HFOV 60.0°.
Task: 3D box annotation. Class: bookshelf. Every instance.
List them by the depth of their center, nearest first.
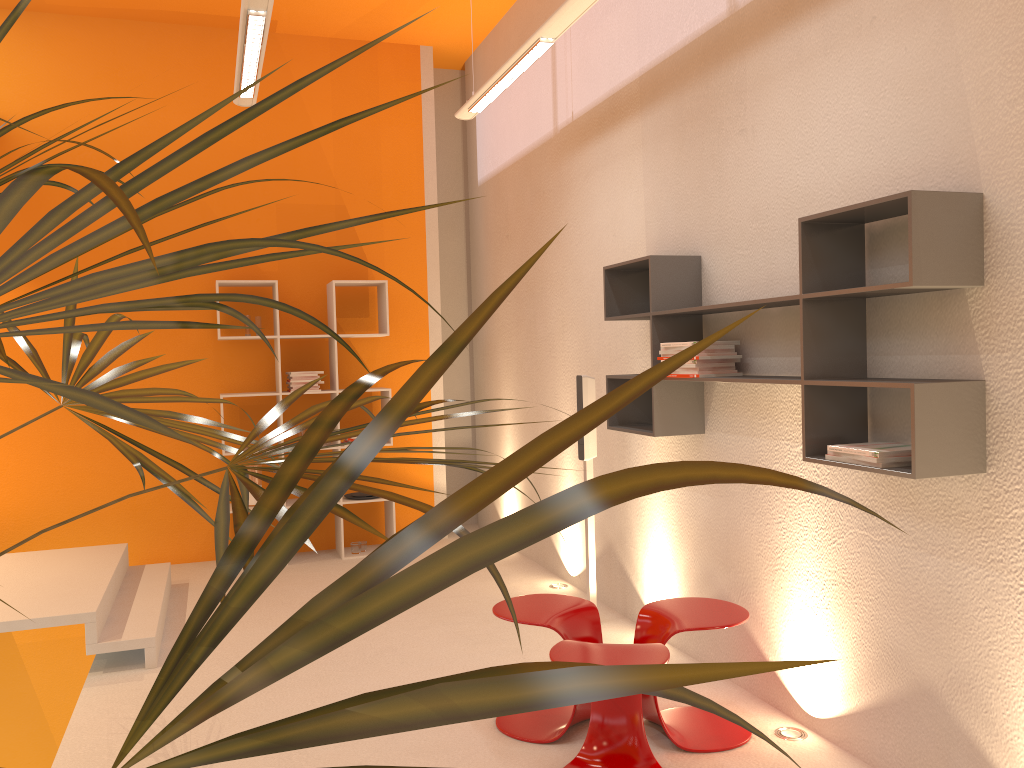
[{"bbox_3d":[1.109,0.534,2.775,0.322,2.145,3.370,-2,2,-17],"label":"bookshelf"},{"bbox_3d":[-0.372,1.553,5.876,3.516,4.600,1.107,-1,2,29],"label":"bookshelf"}]

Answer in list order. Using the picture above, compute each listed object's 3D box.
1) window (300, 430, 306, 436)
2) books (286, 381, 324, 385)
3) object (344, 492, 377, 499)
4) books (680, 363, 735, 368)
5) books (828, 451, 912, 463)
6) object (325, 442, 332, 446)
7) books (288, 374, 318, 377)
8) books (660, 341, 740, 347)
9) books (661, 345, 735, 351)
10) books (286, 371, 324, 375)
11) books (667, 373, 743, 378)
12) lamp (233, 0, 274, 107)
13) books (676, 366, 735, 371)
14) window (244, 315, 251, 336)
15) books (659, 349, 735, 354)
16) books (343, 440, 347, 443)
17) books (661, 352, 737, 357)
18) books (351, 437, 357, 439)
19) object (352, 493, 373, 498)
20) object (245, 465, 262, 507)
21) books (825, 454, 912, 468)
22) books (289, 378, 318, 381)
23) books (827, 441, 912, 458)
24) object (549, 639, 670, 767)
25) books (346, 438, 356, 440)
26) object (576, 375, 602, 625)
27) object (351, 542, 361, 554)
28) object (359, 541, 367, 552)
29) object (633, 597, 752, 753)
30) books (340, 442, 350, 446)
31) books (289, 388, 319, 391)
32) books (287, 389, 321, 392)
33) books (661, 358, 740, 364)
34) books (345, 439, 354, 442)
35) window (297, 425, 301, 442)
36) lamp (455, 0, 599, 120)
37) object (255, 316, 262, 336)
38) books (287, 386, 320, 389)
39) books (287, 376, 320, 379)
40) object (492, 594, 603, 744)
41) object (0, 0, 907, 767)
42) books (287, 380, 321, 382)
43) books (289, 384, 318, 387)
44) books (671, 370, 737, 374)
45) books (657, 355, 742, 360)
[{"bbox_3d":[-1.961,1.119,3.082,0.908,1.393,6.719,-2,2,1],"label":"window"},{"bbox_3d":[-1.494,-0.010,6.397,0.230,0.017,0.227,-2,2,-24],"label":"books"},{"bbox_3d":[-1.091,0.827,6.549,0.294,0.020,0.294,-1,2,21],"label":"object"},{"bbox_3d":[0.767,-0.078,3.672,0.190,0.015,0.254,-2,2,-22],"label":"books"},{"bbox_3d":[1.121,0.216,2.711,0.190,0.015,0.254,-2,2,-12],"label":"books"},{"bbox_3d":[0.674,2.156,3.220,0.190,3.502,7.694,-3,2,-30],"label":"object"},{"bbox_3d":[-1.509,-0.065,6.394,0.190,0.015,0.254,-2,2,-17],"label":"books"},{"bbox_3d":[0.778,-0.166,3.672,0.230,0.017,0.227,-3,2,-29],"label":"books"},{"bbox_3d":[0.765,-0.149,3.670,0.190,0.015,0.254,-2,2,-22],"label":"books"},{"bbox_3d":[-1.496,-0.081,6.395,0.230,0.017,0.227,-2,2,-24],"label":"books"},{"bbox_3d":[0.774,-0.038,3.669,0.210,0.013,0.297,-2,2,-24],"label":"books"},{"bbox_3d":[-0.940,-1.977,3.249,0.120,1.052,3.195,-2,2,-19],"label":"lamp"},{"bbox_3d":[0.767,-0.063,3.681,0.190,0.015,0.254,-3,2,-28],"label":"books"},{"bbox_3d":[-1.513,2.340,1.954,0.481,5.399,8.922,-2,2,-6],"label":"window"},{"bbox_3d":[0.765,-0.135,3.679,0.190,0.015,0.254,-3,2,-28],"label":"books"},{"bbox_3d":[-1.088,0.420,6.493,0.268,0.011,0.190,-2,2,-17],"label":"books"},{"bbox_3d":[0.770,-0.121,3.671,0.190,0.011,0.268,-2,2,-22],"label":"books"},{"bbox_3d":[-1.088,0.376,6.483,0.227,0.017,0.230,-2,2,-24],"label":"books"},{"bbox_3d":[-1.095,0.824,6.551,0.178,0.020,0.178,-2,2,-2],"label":"object"},{"bbox_3d":[-1.840,0.720,6.304,0.129,0.291,0.129,-1,2,9],"label":"object"},{"bbox_3d":[1.122,0.230,2.719,0.190,0.015,0.254,-2,2,-18],"label":"books"},{"bbox_3d":[-1.503,-0.036,6.395,0.190,0.011,0.268,-2,2,-17],"label":"books"},{"bbox_3d":[1.134,0.199,2.710,0.230,0.017,0.227,-2,2,-19],"label":"books"},{"bbox_3d":[0.327,1.101,2.919,0.391,0.450,0.420,-1,2,11],"label":"object"},{"bbox_3d":[-1.088,0.391,6.497,0.254,0.015,0.190,-2,2,-17],"label":"books"},{"bbox_3d":[0.393,0.610,4.677,0.116,1.317,0.111,-2,2,-22],"label":"object"},{"bbox_3d":[1.206,2.589,1.864,0.129,2.692,10.507,-3,2,-26],"label":"object"},{"bbox_3d":[1.646,2.618,0.627,0.102,2.685,13.193,-2,2,-24],"label":"object"},{"bbox_3d":[0.678,1.078,3.329,0.420,0.450,0.391,-2,2,-19],"label":"object"},{"bbox_3d":[-1.092,0.432,6.493,0.296,0.013,0.210,-2,2,-19],"label":"books"},{"bbox_3d":[-1.501,0.035,6.397,0.190,0.011,0.268,-2,2,-17],"label":"books"},{"bbox_3d":[-1.500,0.047,6.393,0.210,0.013,0.296,-2,2,-19],"label":"books"},{"bbox_3d":[0.780,-0.095,3.674,0.230,0.017,0.227,-3,2,-29],"label":"books"},{"bbox_3d":[-1.079,0.406,6.497,0.254,0.015,0.190,-2,2,-23],"label":"books"},{"bbox_3d":[-2.404,2.683,4.576,0.993,4.599,4.234,-1,2,13],"label":"window"},{"bbox_3d":[0.223,-2.022,3.643,0.120,1.052,3.195,-2,2,-19],"label":"lamp"},{"bbox_3d":[-1.626,2.319,2.949,0.351,5.384,6.779,-2,2,1],"label":"object"},{"bbox_3d":[-1.506,0.021,6.405,0.190,0.015,0.254,-2,2,-23],"label":"books"},{"bbox_3d":[-1.508,-0.050,6.403,0.190,0.015,0.254,-2,2,-23],"label":"books"},{"bbox_3d":[0.139,1.090,3.436,0.420,0.450,0.391,0,2,41],"label":"object"},{"bbox_3d":[-1.389,0.573,1.364,3.098,2.600,3.241,-2,2,-11],"label":"object"},{"bbox_3d":[-1.502,-0.024,6.391,0.210,0.013,0.296,-2,2,-19],"label":"books"},{"bbox_3d":[-1.507,0.007,6.397,0.190,0.015,0.254,-2,2,-17],"label":"books"},{"bbox_3d":[0.772,-0.050,3.673,0.190,0.011,0.268,-2,2,-22],"label":"books"},{"bbox_3d":[0.772,-0.109,3.667,0.210,0.013,0.297,-2,2,-24],"label":"books"}]
